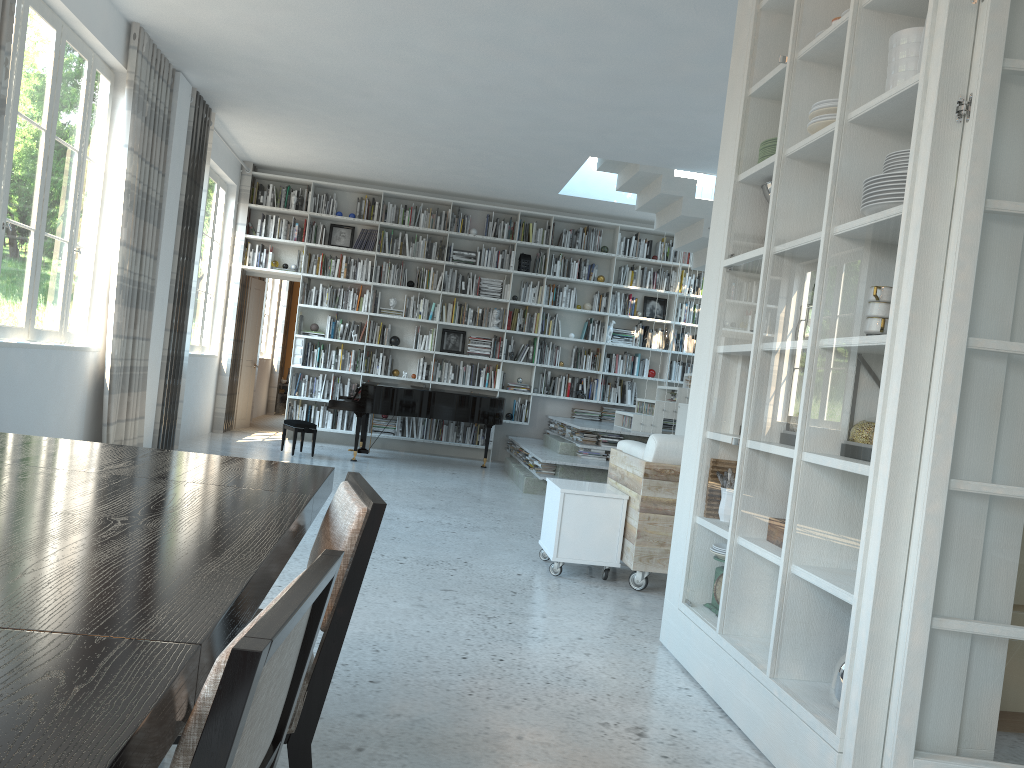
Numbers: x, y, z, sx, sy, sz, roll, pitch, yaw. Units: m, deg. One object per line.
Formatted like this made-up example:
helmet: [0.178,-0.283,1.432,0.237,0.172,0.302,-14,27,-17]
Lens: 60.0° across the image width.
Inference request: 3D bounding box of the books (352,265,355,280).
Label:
books: [-1.944,-1.353,10.879,0.022,0.186,0.136,7,1,-7]

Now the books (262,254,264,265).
books: [-3.001,-1.503,10.748,0.010,0.234,0.165,7,1,-7]

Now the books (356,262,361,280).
books: [-1.875,-1.368,10.869,0.030,0.231,0.172,7,1,-7]

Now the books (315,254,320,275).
books: [-2.375,-1.443,10.821,0.010,0.263,0.150,7,1,-7]

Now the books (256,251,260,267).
books: [-3.068,-1.501,10.758,0.023,0.214,0.140,7,1,-7]

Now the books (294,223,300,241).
books: [-2.610,-1.824,10.767,0.029,0.229,0.191,7,1,-7]

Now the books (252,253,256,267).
books: [-3.118,-1.493,10.752,0.029,0.185,0.134,7,1,-7]

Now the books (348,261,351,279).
books: [-1.985,-1.382,10.861,0.013,0.232,0.171,7,1,-7]

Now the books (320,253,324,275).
books: [-2.315,-1.445,10.825,0.020,0.281,0.164,7,1,-7]

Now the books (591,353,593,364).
books: [0.993,-0.286,11.262,0.016,0.231,0.138,7,1,-7]

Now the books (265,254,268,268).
books: [-2.964,-1.478,10.768,0.029,0.191,0.134,7,1,-7]

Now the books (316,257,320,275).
books: [-2.356,-1.424,10.819,0.030,0.230,0.172,7,1,-7]

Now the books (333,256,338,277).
books: [-2.162,-1.423,10.844,0.014,0.273,0.180,7,1,-7]

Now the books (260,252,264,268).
books: [-3.019,-1.485,10.739,0.024,0.193,0.181,7,1,-7]

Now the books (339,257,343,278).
books: [-2.083,-1.413,10.842,0.023,0.271,0.187,7,1,-7]

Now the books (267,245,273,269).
books: [-2.935,-1.528,10.750,0.013,0.299,0.179,7,1,-7]

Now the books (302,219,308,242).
books: [-2.519,-1.846,10.792,0.014,0.294,0.172,7,1,-7]

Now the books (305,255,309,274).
books: [-2.491,-1.442,10.807,0.022,0.232,0.151,7,1,-7]

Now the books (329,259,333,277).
books: [-2.208,-1.406,10.840,0.011,0.229,0.170,7,1,-7]

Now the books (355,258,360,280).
books: [-1.893,-1.395,10.871,0.012,0.281,0.188,7,1,-7]

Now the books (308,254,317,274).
books: [-2.437,-1.448,10.821,0.062,0.258,0.153,7,1,-7]

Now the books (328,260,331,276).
books: [-2.220,-1.402,10.832,0.014,0.218,0.164,7,1,-7]

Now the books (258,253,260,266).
books: [-3.049,-1.495,10.739,0.011,0.206,0.163,7,1,-7]

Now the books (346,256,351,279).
books: [-2.002,-1.411,10.869,0.025,0.286,0.161,7,1,-7]

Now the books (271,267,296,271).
books: [-2.767,-1.388,10.782,0.285,0.012,0.159,7,0,-5]

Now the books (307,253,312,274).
books: [-2.472,-1.455,10.801,0.012,0.263,0.180,7,1,-7]

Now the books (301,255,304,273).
books: [-2.529,-1.442,10.769,0.021,0.224,0.231,7,1,-7]

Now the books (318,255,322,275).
books: [-2.333,-1.433,10.820,0.014,0.253,0.187,7,1,-7]

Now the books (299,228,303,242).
books: [-2.558,-1.797,10.787,0.026,0.188,0.154,7,1,-7]

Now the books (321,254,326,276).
books: [-2.299,-1.442,10.816,0.011,0.277,0.164,7,1,-7]

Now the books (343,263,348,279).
books: [-2.031,-1.368,10.840,0.029,0.195,0.192,7,1,-7]

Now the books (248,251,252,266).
books: [-3.153,-1.503,10.731,0.029,0.197,0.160,7,1,-7]

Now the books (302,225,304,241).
books: [-2.537,-1.818,10.803,0.014,0.236,0.143,7,1,-7]

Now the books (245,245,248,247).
books: [-3.228,-1.550,10.701,0.011,0.272,0.188,7,1,-7]

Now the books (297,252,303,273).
books: [-2.574,-1.470,10.815,0.044,0.269,0.133,7,1,-7]

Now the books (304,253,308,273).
books: [-2.508,-1.455,10.814,0.012,0.254,0.161,7,1,-7]

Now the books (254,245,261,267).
books: [-3.085,-1.537,10.738,0.022,0.281,0.156,7,1,-7]

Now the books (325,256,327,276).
books: [-2.274,-1.425,10.837,0.047,0.250,0.134,7,1,-7]

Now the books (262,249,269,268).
books: [-2.982,-1.502,10.725,0.021,0.237,0.188,7,1,-7]

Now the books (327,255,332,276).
books: [-2.231,-1.434,10.843,0.012,0.277,0.150,7,1,-7]

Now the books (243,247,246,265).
books: [-3.219,-1.526,10.714,0.013,0.228,0.179,7,1,-7]

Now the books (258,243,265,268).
books: [-3.030,-1.538,10.722,0.013,0.297,0.187,7,1,-7]

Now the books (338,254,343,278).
books: [-2.101,-1.431,10.858,0.014,0.304,0.151,7,1,-7]

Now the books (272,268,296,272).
books: [-2.768,-1.376,10.780,0.285,0.012,0.159,7,0,-10]

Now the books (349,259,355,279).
books: [-1.965,-1.393,10.877,0.029,0.261,0.157,7,1,-7]

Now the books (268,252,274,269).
books: [-2.918,-1.482,10.740,0.029,0.211,0.187,7,1,-7]

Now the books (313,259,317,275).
books: [-2.395,-1.412,10.803,0.026,0.195,0.175,7,1,-7]

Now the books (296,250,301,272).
books: [-2.599,-1.481,10.790,0.012,0.285,0.159,7,1,-7]

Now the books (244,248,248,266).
books: [-3.207,-1.522,10.716,0.013,0.222,0.162,7,1,-7]

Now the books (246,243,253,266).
books: [-3.173,-1.548,10.719,0.023,0.281,0.170,7,1,-7]

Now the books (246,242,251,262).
books: [-3.192,-1.561,10.740,0.013,0.303,0.135,7,1,-7]

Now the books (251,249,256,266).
books: [-3.132,-1.512,10.725,0.010,0.220,0.181,7,1,-7]

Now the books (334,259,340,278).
books: [-2.135,-1.402,10.852,0.047,0.238,0.162,7,1,-7]

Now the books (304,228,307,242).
books: [-2.497,-1.830,10.811,0.037,0.268,0.113,7,1,-7]

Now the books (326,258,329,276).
books: [-2.247,-1.412,10.846,0.012,0.230,0.149,7,1,-7]

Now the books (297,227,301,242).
books: [-2.586,-1.804,10.799,0.029,0.196,0.146,7,1,-7]

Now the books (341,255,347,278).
books: [-2.055,-1.417,10.839,0.030,0.286,0.185,7,1,-7]

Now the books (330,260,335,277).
books: [-2.187,-1.398,10.836,0.031,0.217,0.173,7,1,-7]

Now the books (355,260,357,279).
books: [-1.919,-1.388,10.886,0.035,0.260,0.131,7,1,-7]
